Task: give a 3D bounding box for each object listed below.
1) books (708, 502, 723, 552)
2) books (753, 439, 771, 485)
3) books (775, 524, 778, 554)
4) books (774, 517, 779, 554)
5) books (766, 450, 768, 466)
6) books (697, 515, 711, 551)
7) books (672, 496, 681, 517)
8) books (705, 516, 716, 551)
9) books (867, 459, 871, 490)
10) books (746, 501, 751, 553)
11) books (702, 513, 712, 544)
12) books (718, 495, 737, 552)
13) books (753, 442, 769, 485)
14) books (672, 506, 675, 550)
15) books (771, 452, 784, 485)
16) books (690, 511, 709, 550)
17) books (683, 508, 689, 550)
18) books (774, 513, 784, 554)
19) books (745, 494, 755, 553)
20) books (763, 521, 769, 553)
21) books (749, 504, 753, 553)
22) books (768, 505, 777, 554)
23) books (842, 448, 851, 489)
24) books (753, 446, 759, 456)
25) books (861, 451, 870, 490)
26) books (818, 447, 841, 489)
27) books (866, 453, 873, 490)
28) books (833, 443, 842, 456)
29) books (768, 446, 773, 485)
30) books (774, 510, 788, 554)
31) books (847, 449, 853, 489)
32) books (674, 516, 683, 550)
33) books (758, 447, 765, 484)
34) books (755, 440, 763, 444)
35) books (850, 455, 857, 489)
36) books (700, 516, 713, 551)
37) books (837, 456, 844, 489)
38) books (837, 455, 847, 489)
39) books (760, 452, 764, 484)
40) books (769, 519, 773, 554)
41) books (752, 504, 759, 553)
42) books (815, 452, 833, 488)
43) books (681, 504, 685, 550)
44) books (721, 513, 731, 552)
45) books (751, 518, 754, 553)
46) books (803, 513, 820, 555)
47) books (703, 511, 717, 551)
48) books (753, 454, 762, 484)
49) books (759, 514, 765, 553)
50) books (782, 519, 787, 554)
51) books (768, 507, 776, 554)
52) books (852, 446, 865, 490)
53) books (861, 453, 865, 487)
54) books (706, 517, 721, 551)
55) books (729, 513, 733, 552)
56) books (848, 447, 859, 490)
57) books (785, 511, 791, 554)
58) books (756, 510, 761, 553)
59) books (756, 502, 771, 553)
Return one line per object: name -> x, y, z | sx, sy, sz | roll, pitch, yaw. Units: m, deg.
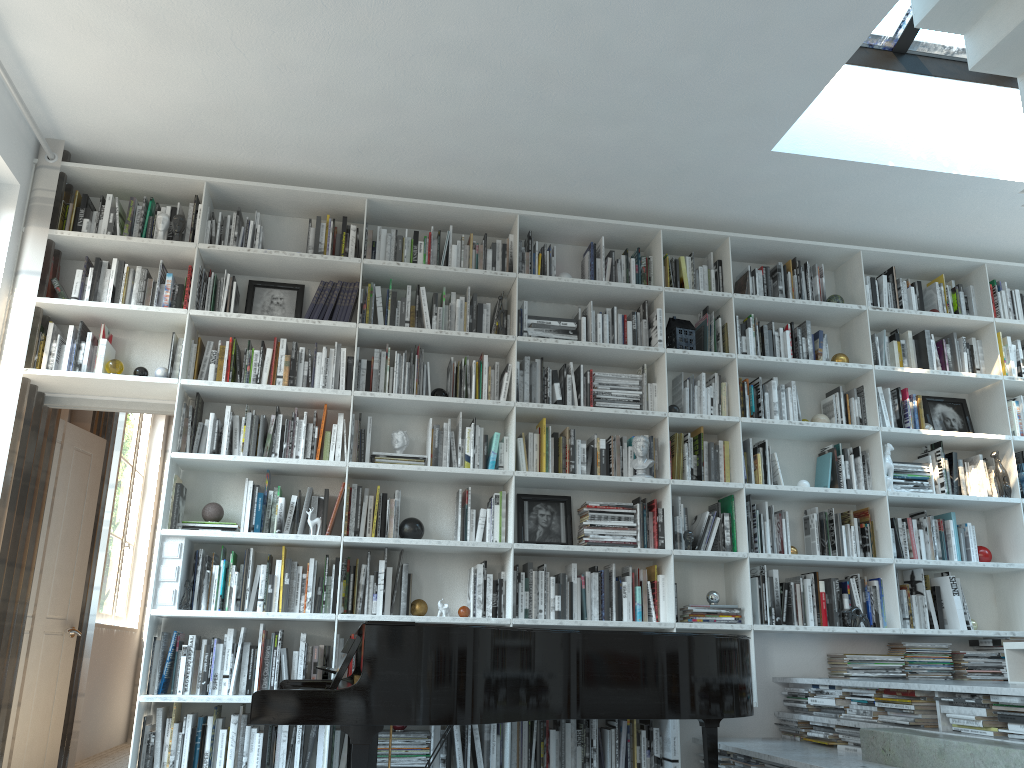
books -> 1.120, 0.804, 4.878 | 0.013, 0.285, 0.139 | 4, -17, -10
books -> 1.417, 0.472, 5.030 | 0.013, 0.286, 0.159 | 4, -17, -10
books -> 1.434, 0.879, 4.921 | 0.013, 0.178, 0.141 | 4, -17, -10
books -> 1.445, 0.859, 4.930 | 0.008, 0.222, 0.134 | 4, -17, -10
books -> 1.408, 0.478, 5.027 | 0.006, 0.273, 0.167 | 4, -17, -10
books -> 1.014, 0.830, 4.832 | 0.089, 0.209, 0.176 | 4, -17, -10
books -> 0.895, 0.777, 4.837 | 0.013, 0.306, 0.141 | 4, -17, -10
books -> 1.055, 0.838, 4.863 | 0.090, 0.214, 0.139 | 4, -17, -10
books -> 2.013, 0.551, 5.123 | 0.023, 0.211, 0.165 | 4, -17, -10
books -> 1.275, 0.809, 4.901 | 0.018, 0.294, 0.178 | 4, -17, -10
books -> 1.026, 0.830, 4.856 | 0.095, 0.225, 0.144 | 4, -17, -10
books -> 1.185, 0.787, 4.884 | 0.014, 0.324, 0.183 | 4, -17, -10
books -> 1.403, 0.478, 5.020 | 0.006, 0.269, 0.179 | 4, -17, -10
books -> 0.847, 0.800, 4.826 | 0.028, 0.252, 0.143 | 4, -17, -10
books -> 1.471, 0.508, 5.010 | 0.051, 0.209, 0.177 | 4, -17, -10
books -> 0.998, 0.819, 4.827 | 0.095, 0.227, 0.190 | 4, -17, -10
books -> 0.928, 0.810, 4.844 | 0.035, 0.247, 0.141 | 4, -17, -10
books -> 1.458, 0.849, 4.925 | 0.015, 0.237, 0.177 | 4, -17, -10
books -> 1.303, 0.793, 4.927 | 0.007, 0.340, 0.150 | 4, -17, -10
books -> 1.364, 0.864, 4.892 | 0.013, 0.186, 0.184 | 4, -17, -10
books -> 1.287, 0.816, 4.899 | 0.006, 0.280, 0.155 | 4, -17, -10
books -> 1.426, 0.828, 4.936 | 0.006, 0.284, 0.160 | 4, -17, -10
books -> 1.890, 0.516, 5.103 | 0.018, 0.262, 0.165 | 4, -17, -10
books -> 1.358, 0.489, 5.013 | 0.008, 0.241, 0.169 | 4, -17, -10
books -> 1.999, 0.526, 5.112 | 0.011, 0.252, 0.169 | 4, -17, -10
books -> 1.825, 0.512, 5.096 | 0.021, 0.263, 0.174 | 4, -17, -10
books -> 2.031, 0.533, 5.122 | 0.010, 0.245, 0.159 | 4, -17, -10
books -> 1.866, 0.503, 5.117 | 0.013, 0.294, 0.154 | 4, -17, -10
books -> 1.437, 0.492, 5.037 | 0.007, 0.253, 0.161 | 4, -17, -10
books -> 1.486, 0.841, 4.935 | 0.014, 0.260, 0.142 | 4, -17, -10
books -> 1.906, 0.519, 5.106 | 0.015, 0.258, 0.152 | 4, -17, -10
books -> 0.877, 0.825, 4.803 | 0.027, 0.191, 0.183 | 4, -17, -10
books -> 1.390, 0.493, 5.023 | 0.017, 0.242, 0.133 | 4, -17, -10
books -> 1.421, 0.479, 5.074 | 0.011, 0.299, 0.089 | 4, -17, -10
books -> 1.921, 0.535, 5.096 | 0.012, 0.223, 0.178 | 4, -17, -10
books -> 1.037, 0.836, 4.852 | 0.090, 0.211, 0.143 | 4, -17, -10
books -> 1.846, 0.538, 5.086 | 0.006, 0.209, 0.188 | 4, -17, -10
books -> 1.856, 0.534, 5.089 | 0.013, 0.218, 0.188 | 4, -17, -10
books -> 1.380, 0.503, 5.005 | 0.007, 0.211, 0.158 | 4, -17, -10
books -> 1.394, 0.863, 4.914 | 0.013, 0.202, 0.167 | 4, -17, -10
books -> 1.320, 0.815, 4.898 | 0.005, 0.283, 0.159 | 4, -17, -10
books -> 1.787, 0.524, 5.092 | 0.056, 0.240, 0.154 | 4, -17, -10
books -> 0.905, 0.800, 4.843 | 0.012, 0.265, 0.158 | 4, -17, -10
books -> 1.144, 0.830, 4.854 | 0.029, 0.222, 0.171 | 4, -17, -10
books -> 1.294, 0.855, 4.897 | 0.013, 0.203, 0.154 | 4, -17, -10
books -> 1.679, 0.860, 4.971 | 0.019, 0.251, 0.130 | 4, -17, -10
books -> 1.053, 0.822, 4.857 | 0.094, 0.238, 0.150 | 4, -17, -10
books -> 1.351, 0.505, 4.979 | 0.017, 0.191, 0.192 | 4, -17, -10
books -> 1.342, 0.841, 4.886 | 0.011, 0.225, 0.188 | 4, -17, -10
books -> 1.472, 0.864, 4.920 | 0.014, 0.206, 0.181 | 4, -17, -10
books -> 1.409, 0.830, 4.915 | 0.012, 0.266, 0.183 | 4, -17, -10
books -> 1.963, 0.512, 5.105 | 0.012, 0.272, 0.184 | 4, -17, -10
books -> 1.984, 0.534, 5.125 | 0.013, 0.244, 0.159 | 4, -17, -10
books -> 1.070, 0.841, 4.853 | 0.091, 0.204, 0.169 | 4, -17, -10
books -> 1.167, 0.833, 4.869 | 0.021, 0.225, 0.148 | 4, -17, -10
books -> 1.937, 0.516, 5.121 | 0.032, 0.273, 0.155 | 4, -17, -10
books -> 1.499, 0.847, 4.937 | 0.013, 0.250, 0.173 | 4, -17, -10
books -> 1.328, 0.833, 4.897 | 0.013, 0.248, 0.165 | 4, -17, -10
books -> 1.378, 0.812, 4.909 | 0.014, 0.296, 0.175 | 4, -17, -10
